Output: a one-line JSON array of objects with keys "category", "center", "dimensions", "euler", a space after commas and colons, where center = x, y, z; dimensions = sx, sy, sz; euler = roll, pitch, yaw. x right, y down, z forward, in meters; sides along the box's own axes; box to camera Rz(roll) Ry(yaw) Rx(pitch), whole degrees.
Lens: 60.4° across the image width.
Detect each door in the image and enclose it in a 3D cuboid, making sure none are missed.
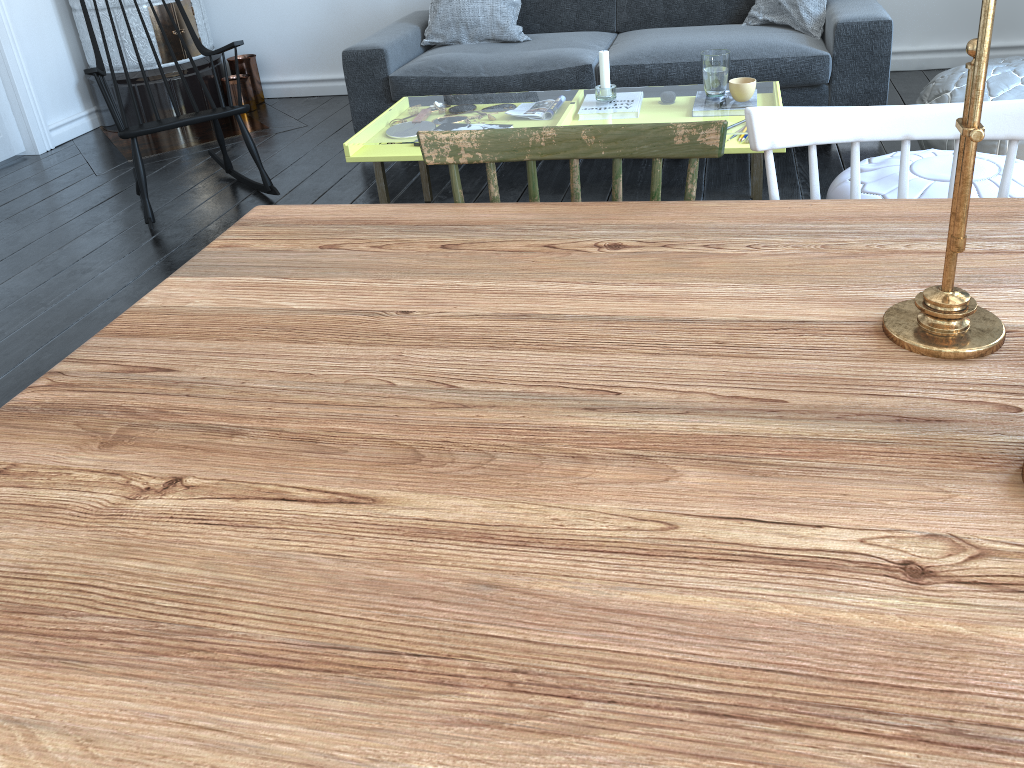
[{"category": "door", "center": [-2.845, -2.046, 3.867], "dimensions": [0.116, 2.360, 1.226], "euler": [1, 28, 14]}]

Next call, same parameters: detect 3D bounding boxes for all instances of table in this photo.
[{"category": "table", "center": [0.577, 0.329, 0.890], "dimensions": [2.228, 0.684, 1.068], "euler": [2, 31, 14]}, {"category": "table", "center": [0.207, -0.757, 3.080], "dimensions": [1.401, 0.381, 0.630], "euler": [2, 31, 14]}]

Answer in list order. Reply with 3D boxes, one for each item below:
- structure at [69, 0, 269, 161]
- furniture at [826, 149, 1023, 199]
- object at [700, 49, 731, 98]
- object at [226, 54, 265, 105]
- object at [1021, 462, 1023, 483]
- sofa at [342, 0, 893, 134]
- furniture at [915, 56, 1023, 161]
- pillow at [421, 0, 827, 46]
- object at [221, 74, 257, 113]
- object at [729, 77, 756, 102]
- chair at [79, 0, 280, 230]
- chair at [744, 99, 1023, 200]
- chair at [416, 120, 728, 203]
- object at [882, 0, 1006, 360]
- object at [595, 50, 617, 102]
[{"category": "structure", "center": [-2.100, -2.758, 4.539], "dimensions": [0.790, 2.756, 1.310], "euler": [-20, 30, -25]}, {"category": "furniture", "center": [1.127, -0.373, 2.306], "dimensions": [0.609, 0.400, 0.646], "euler": [-1, 30, 9]}, {"category": "object", "center": [0.685, -1.044, 2.965], "dimensions": [0.099, 0.139, 0.101], "euler": [-18, 30, -20]}, {"category": "object", "center": [-1.615, -1.847, 5.359], "dimensions": [0.173, 0.268, 0.184], "euler": [1, 29, 14]}, {"category": "object", "center": [0.436, -0.023, 0.622], "dimensions": [0.102, 0.236, 0.104], "euler": [14, 34, 35]}, {"category": "sofa", "center": [0.479, -1.651, 4.230], "dimensions": [2.374, 0.691, 1.137], "euler": [2, 31, 14]}, {"category": "furniture", "center": [1.823, -0.975, 3.175], "dimensions": [0.679, 0.365, 0.713], "euler": [2, 31, 14]}, {"category": "pillow", "center": [0.544, -1.907, 4.206], "dimensions": [2.059, 0.470, 0.501], "euler": [5, 31, 18]}, {"category": "object", "center": [-1.612, -1.714, 5.210], "dimensions": [0.174, 0.190, 0.180], "euler": [-3, 29, 6]}, {"category": "object", "center": [0.757, -0.963, 2.892], "dimensions": [0.088, 0.063, 0.089], "euler": [19, 38, 38]}, {"category": "chair", "center": [-1.462, -1.270, 3.686], "dimensions": [0.622, 0.958, 0.935], "euler": [-21, 32, -25]}, {"category": "chair", "center": [0.557, 0.060, 1.230], "dimensions": [0.466, 0.803, 0.534], "euler": [1, 29, 14]}, {"category": "chair", "center": [0.083, 0.067, 1.320], "dimensions": [0.467, 0.789, 0.509], "euler": [1, 29, 13]}, {"category": "object", "center": [0.420, -0.226, 0.814], "dimensions": [0.114, 0.391, 0.118], "euler": [-17, 29, -19]}, {"category": "object", "center": [0.322, -1.071, 3.053], "dimensions": [0.076, 0.165, 0.076], "euler": [-27, 33, -34]}]
